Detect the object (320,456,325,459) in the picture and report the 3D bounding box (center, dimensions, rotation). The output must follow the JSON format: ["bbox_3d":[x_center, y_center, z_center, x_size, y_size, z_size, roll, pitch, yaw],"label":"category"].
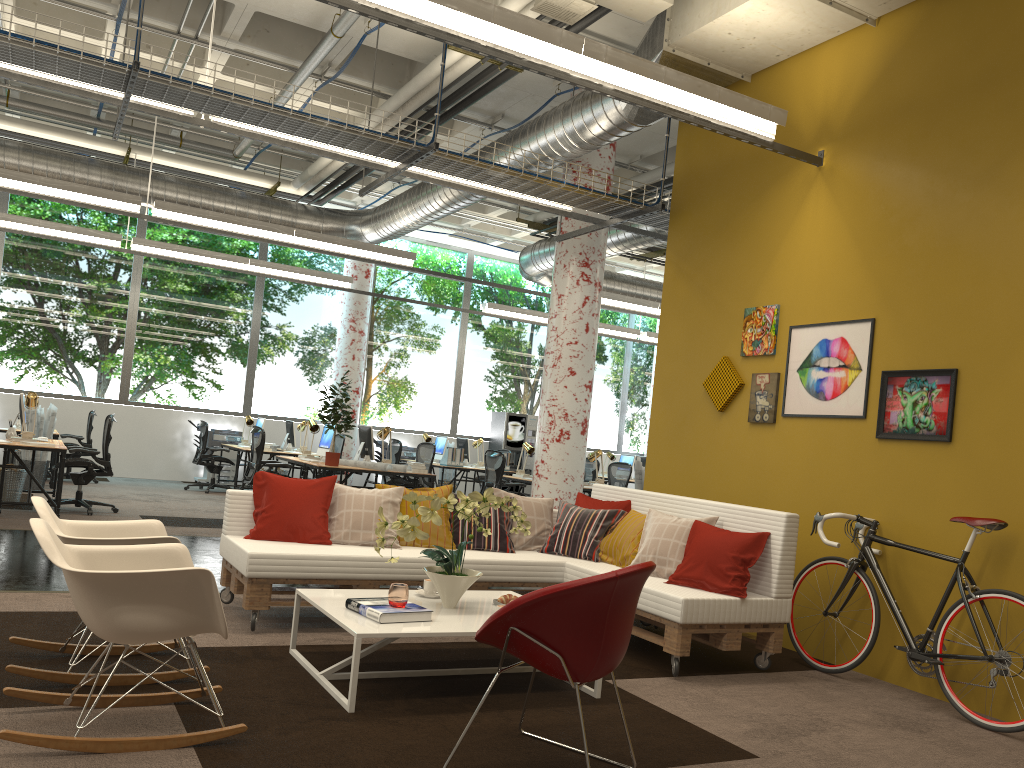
[{"bbox_3d":[-2.153,1.209,10.661,0.105,0.932,0.847,6,-2,-33],"label":"object"}]

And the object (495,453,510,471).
[{"bbox_3d":[-0.161,1.321,15.054,0.150,0.302,0.280,6,-2,-28],"label":"object"}]

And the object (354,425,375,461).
[{"bbox_3d":[-1.860,0.768,11.134,0.190,0.485,0.483,6,-2,-28],"label":"object"}]

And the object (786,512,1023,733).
[{"bbox_3d":[2.180,1.208,4.879,0.402,1.038,1.735,6,-3,-22],"label":"object"}]

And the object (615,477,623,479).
[{"bbox_3d":[2.018,1.831,17.254,0.119,0.017,0.438,8,-4,-28],"label":"object"}]

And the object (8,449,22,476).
[{"bbox_3d":[-7.222,1.136,12.926,0.354,0.434,0.358,7,-2,-32],"label":"object"}]

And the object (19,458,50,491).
[{"bbox_3d":[-6.094,1.162,11.265,0.352,0.398,0.354,5,-2,17],"label":"object"}]

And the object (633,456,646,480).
[{"bbox_3d":[2.587,1.693,17.821,0.190,0.485,0.483,6,-2,-28],"label":"object"}]

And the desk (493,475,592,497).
[{"bbox_3d":[0.752,1.729,12.194,1.404,0.723,1.939,7,-4,-28],"label":"desk"}]

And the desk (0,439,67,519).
[{"bbox_3d":[-5.268,0.900,8.835,1.404,0.723,1.939,7,-4,-28],"label":"desk"}]

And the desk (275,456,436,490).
[{"bbox_3d":[-1.959,1.332,10.653,1.404,0.723,1.939,7,-4,-28],"label":"desk"}]

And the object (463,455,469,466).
[{"bbox_3d":[-0.812,1.342,15.607,0.101,0.209,0.102,5,-2,17],"label":"object"}]

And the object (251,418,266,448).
[{"bbox_3d":[-3.981,0.776,13.977,0.190,0.485,0.483,6,-2,-28],"label":"object"}]

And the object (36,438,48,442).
[{"bbox_3d":[-4.986,0.594,9.395,0.119,0.017,0.438,8,-4,-28],"label":"object"}]

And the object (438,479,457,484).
[{"bbox_3d":[-1.245,2.023,16.761,0.353,0.398,0.353,6,-2,-9],"label":"object"}]

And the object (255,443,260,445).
[{"bbox_3d":[-4.102,0.925,14.301,0.101,0.209,0.102,5,-2,17],"label":"object"}]

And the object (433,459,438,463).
[{"bbox_3d":[-1.365,1.299,15.779,0.101,0.209,0.102,5,-2,17],"label":"object"}]

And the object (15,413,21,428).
[{"bbox_3d":[-6.864,0.516,12.340,0.101,0.209,0.102,5,-2,17],"label":"object"}]

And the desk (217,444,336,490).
[{"bbox_3d":[-3.740,1.407,13.976,1.404,0.723,1.939,7,-4,-28],"label":"desk"}]

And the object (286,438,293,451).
[{"bbox_3d":[-3.549,0.968,14.130,0.101,0.209,0.102,5,-2,17],"label":"object"}]

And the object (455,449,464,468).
[{"bbox_3d":[-0.918,1.218,14.646,0.150,0.302,0.280,6,-2,-28],"label":"object"}]

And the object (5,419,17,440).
[{"bbox_3d":[-5.077,0.461,8.988,0.101,0.209,0.102,5,-2,17],"label":"object"}]

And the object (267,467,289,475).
[{"bbox_3d":[-3.906,1.588,14.716,0.354,0.434,0.358,7,-2,-32],"label":"object"}]

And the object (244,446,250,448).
[{"bbox_3d":[-4.062,0.969,13.599,0.106,0.029,0.059,8,-4,-27],"label":"object"}]

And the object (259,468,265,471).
[{"bbox_3d":[-3.865,1.522,13.696,0.354,0.434,0.358,7,-2,-32],"label":"object"}]

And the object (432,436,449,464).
[{"bbox_3d":[-1.418,1.513,15.711,0.191,1.207,1.077,6,-2,-28],"label":"object"}]

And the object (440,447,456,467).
[{"bbox_3d":[-1.047,1.200,14.576,0.150,0.302,0.280,6,-2,-28],"label":"object"}]

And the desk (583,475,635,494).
[{"bbox_3d":[2.489,2.257,17.339,1.404,0.723,1.939,7,-4,-28],"label":"desk"}]

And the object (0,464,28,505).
[{"bbox_3d":[-5.434,1.081,9.574,0.354,0.434,0.358,7,-2,-32],"label":"object"}]

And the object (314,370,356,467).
[{"bbox_3d":[-1.959,0.368,9.789,0.440,1.076,0.513,7,-2,-37],"label":"object"}]

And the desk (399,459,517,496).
[{"bbox_3d":[-1.003,1.780,15.454,1.404,0.723,1.939,7,-4,-28],"label":"desk"}]

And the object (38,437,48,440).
[{"bbox_3d":[-5.134,0.593,9.688,0.106,0.029,0.059,8,-4,-27],"label":"object"}]

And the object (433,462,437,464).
[{"bbox_3d":[-1.325,1.343,15.077,0.106,0.029,0.059,8,-4,-27],"label":"object"}]

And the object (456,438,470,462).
[{"bbox_3d":[-0.905,1.216,15.936,0.190,0.485,0.483,6,-2,-28],"label":"object"}]

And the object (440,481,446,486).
[{"bbox_3d":[-1.242,1.966,16.160,0.120,0.403,0.235,6,-2,-27],"label":"object"}]

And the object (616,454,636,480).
[{"bbox_3d":[2.247,1.626,17.340,0.190,0.485,0.483,6,-2,-28],"label":"object"}]

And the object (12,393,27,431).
[{"bbox_3d":[-5.170,0.336,9.316,0.190,0.485,0.483,6,-2,-28],"label":"object"}]

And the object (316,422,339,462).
[{"bbox_3d":[-2.200,0.701,10.654,0.190,0.485,0.483,6,-2,-28],"label":"object"}]

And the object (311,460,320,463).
[{"bbox_3d":[-2.280,0.894,10.275,0.106,0.029,0.059,8,-4,-27],"label":"object"}]

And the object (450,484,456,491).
[{"bbox_3d":[-1.058,1.918,15.206,0.120,0.403,0.235,6,-2,-27],"label":"object"}]

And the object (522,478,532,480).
[{"bbox_3d":[0.281,1.304,12.108,0.119,0.017,0.438,8,-4,-28],"label":"object"}]

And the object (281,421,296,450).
[{"bbox_3d":[-3.642,0.843,14.458,0.190,0.485,0.483,6,-2,-28],"label":"object"}]

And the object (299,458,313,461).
[{"bbox_3d":[-2.430,0.906,10.568,0.119,0.017,0.438,8,-4,-28],"label":"object"}]

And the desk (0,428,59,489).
[{"bbox_3d":[-7.056,0.954,12.186,1.404,0.723,1.939,7,-4,-28],"label":"desk"}]

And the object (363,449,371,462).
[{"bbox_3d":[-1.767,0.893,10.806,0.101,0.209,0.102,5,-2,17],"label":"object"}]
